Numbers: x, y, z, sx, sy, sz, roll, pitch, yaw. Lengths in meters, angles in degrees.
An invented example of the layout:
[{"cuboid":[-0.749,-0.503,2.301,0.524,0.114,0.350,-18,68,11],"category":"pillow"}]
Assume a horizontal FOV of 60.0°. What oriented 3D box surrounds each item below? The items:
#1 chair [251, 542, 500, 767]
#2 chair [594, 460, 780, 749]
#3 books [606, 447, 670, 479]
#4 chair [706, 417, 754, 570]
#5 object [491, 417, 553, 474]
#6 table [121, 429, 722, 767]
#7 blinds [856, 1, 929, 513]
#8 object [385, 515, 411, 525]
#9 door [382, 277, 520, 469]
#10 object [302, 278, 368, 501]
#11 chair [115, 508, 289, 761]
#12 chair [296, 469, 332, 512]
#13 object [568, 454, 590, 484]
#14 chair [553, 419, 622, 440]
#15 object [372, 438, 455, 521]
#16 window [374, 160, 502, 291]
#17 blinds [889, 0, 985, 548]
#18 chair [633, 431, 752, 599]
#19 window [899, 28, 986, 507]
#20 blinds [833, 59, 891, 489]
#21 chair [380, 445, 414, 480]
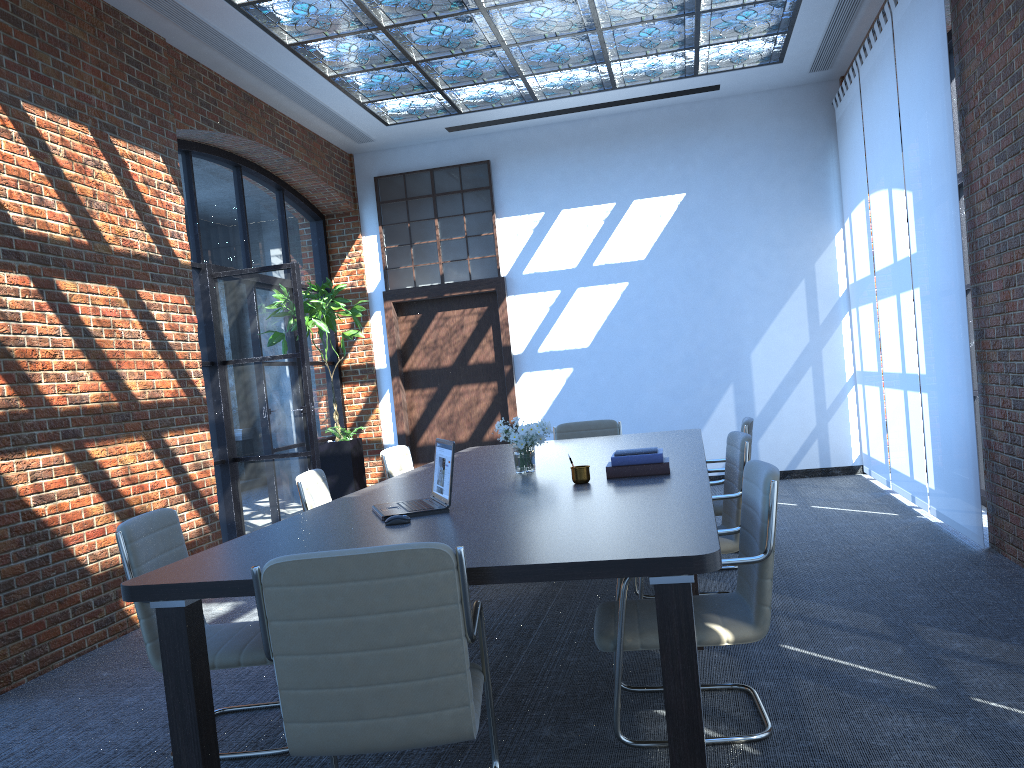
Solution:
[{"cuboid":[-0.359,0.882,2.626,0.560,0.924,0.705,-6,2,0],"category":"chair"},{"cuboid":[0.649,0.780,3.286,0.706,0.924,0.559,-5,2,7],"category":"chair"},{"cuboid":[0.603,0.372,4.236,0.294,0.115,0.254,-5,1,10],"category":"books"},{"cuboid":[1.256,0.708,5.803,0.707,0.924,0.559,-5,2,15],"category":"chair"},{"cuboid":[0.075,0.322,4.786,0.329,0.310,0.335,-5,1,22],"category":"object"},{"cuboid":[0.146,0.878,4.722,1.811,0.811,4.495,-5,0,11],"category":"table"},{"cuboid":[3.032,-0.930,7.089,0.039,3.763,1.216,-5,2,11],"category":"blinds"},{"cuboid":[-0.438,0.519,3.394,0.101,0.034,0.059,-6,1,-8],"category":"object"},{"cuboid":[-0.631,0.109,9.920,1.401,2.439,0.200,-5,3,12],"category":"door"},{"cuboid":[-1.759,0.199,8.722,0.946,2.495,1.321,-5,2,12],"category":"object"},{"cuboid":[-1.113,0.950,3.563,0.706,0.924,0.559,-6,2,0],"category":"chair"},{"cuboid":[-0.757,0.908,4.861,0.706,0.924,0.559,-6,2,0],"category":"chair"},{"cuboid":[0.314,0.387,4.085,0.091,0.142,0.091,-6,2,-11],"category":"object"},{"cuboid":[0.586,0.767,6.899,0.560,0.924,0.705,-5,2,11],"category":"chair"},{"cuboid":[-0.420,0.391,3.718,0.322,0.283,0.390,-6,1,-15],"category":"object"},{"cuboid":[-0.823,-1.723,9.782,1.329,1.294,0.059,-5,3,12],"category":"window"},{"cuboid":[2.784,-0.899,5.850,0.039,3.763,1.216,-5,2,11],"category":"blinds"},{"cuboid":[0.934,0.745,4.705,0.706,0.924,0.559,-5,2,5],"category":"chair"},{"cuboid":[3.007,-0.803,4.120,0.160,3.613,9.604,-5,1,11],"category":"window"},{"cuboid":[3.283,-0.961,8.339,0.039,3.763,1.216,-5,2,11],"category":"blinds"},{"cuboid":[-0.488,0.875,6.201,0.707,0.924,0.559,-5,2,12],"category":"chair"}]
